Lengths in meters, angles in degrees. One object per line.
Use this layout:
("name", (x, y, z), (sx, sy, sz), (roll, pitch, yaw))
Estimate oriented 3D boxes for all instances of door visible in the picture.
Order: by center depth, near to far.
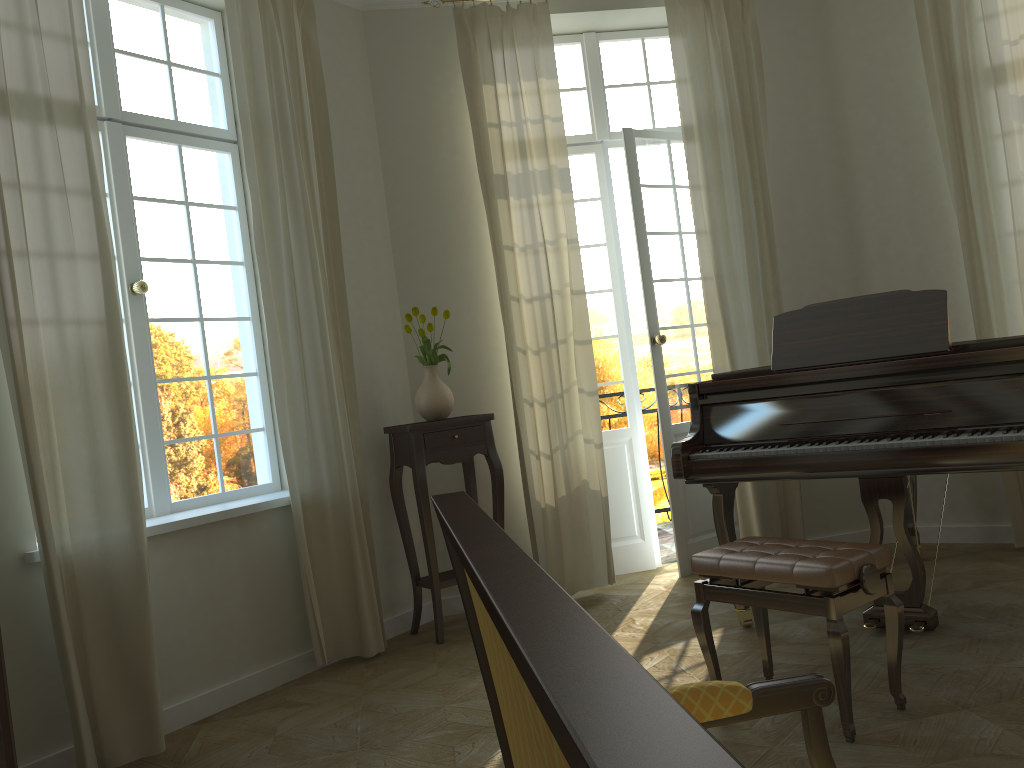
("door", (0.769, -0.180, 5.395), (1.385, 2.690, 0.425), (-7, 0, -8))

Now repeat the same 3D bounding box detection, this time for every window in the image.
("window", (-1.769, -0.648, 4.092), (0.181, 2.550, 1.400), (-8, 0, 37))
("window", (0.525, -1.867, 5.587), (1.380, 0.680, 0.055), (-7, 0, -8))

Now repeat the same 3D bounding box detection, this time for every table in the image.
("table", (-0.322, 0.747, 4.751), (0.522, 1.114, 0.344), (-7, 0, -33))

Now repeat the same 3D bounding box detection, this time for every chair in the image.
("chair", (0.375, 0.651, 0.770), (0.680, 1.083, 1.389), (-7, 0, -9))
("chair", (0.989, 0.852, 3.094), (0.385, 0.563, 0.638), (-7, 0, -38))

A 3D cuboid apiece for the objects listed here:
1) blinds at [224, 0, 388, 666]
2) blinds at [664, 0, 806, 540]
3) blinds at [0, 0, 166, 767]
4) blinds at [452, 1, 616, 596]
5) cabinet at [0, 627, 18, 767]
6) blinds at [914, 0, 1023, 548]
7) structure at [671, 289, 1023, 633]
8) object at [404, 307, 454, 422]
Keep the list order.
("blinds", (-0.999, -0.329, 4.327), (0.159, 3.381, 0.552), (-8, 0, 40))
("blinds", (1.373, -0.629, 5.163), (0.554, 3.386, 0.162), (-7, 0, -14))
("blinds", (-1.698, -0.246, 3.301), (0.162, 3.385, 0.554), (-8, 0, 42))
("blinds", (0.146, -0.469, 5.033), (0.552, 3.386, 0.159), (-7, 0, -11))
("cabinet", (-1.691, 0.779, 2.289), (0.542, 1.386, 0.733), (-7, 0, -8))
("blinds", (2.652, -0.796, 4.820), (0.554, 3.384, 0.162), (-8, 0, 42))
("structure", (1.854, 0.305, 4.158), (1.514, 1.439, 1.856), (-8, 0, 37))
("object", (-0.433, -0.107, 4.752), (0.242, 0.609, 0.264), (-7, 0, 16))
